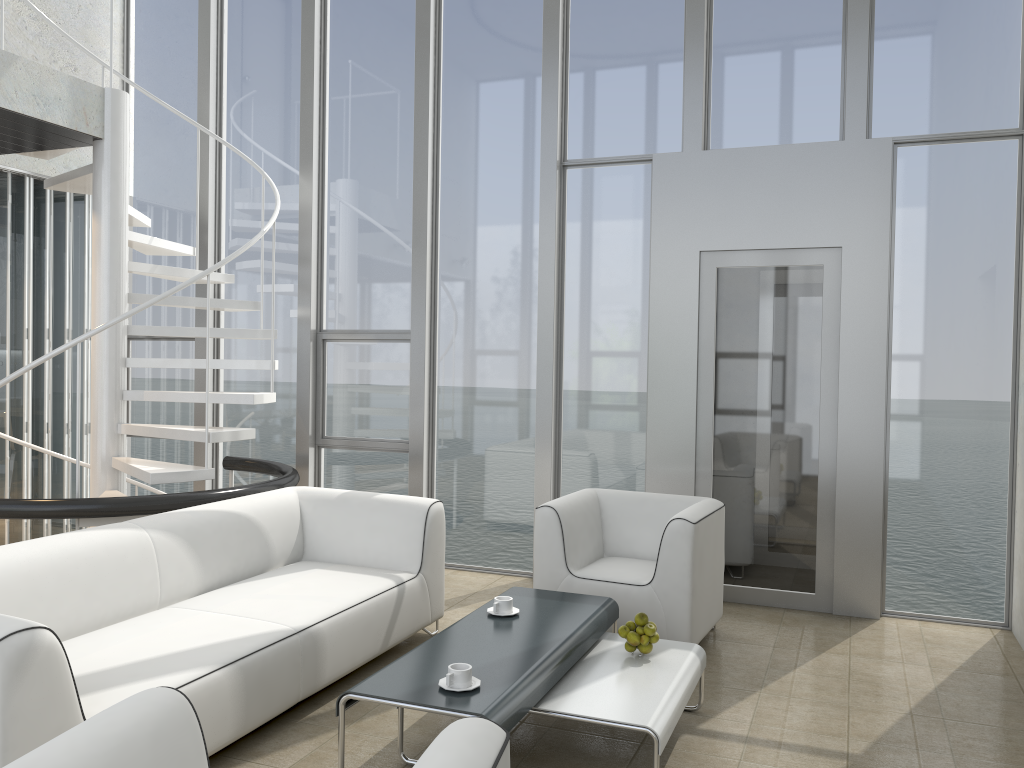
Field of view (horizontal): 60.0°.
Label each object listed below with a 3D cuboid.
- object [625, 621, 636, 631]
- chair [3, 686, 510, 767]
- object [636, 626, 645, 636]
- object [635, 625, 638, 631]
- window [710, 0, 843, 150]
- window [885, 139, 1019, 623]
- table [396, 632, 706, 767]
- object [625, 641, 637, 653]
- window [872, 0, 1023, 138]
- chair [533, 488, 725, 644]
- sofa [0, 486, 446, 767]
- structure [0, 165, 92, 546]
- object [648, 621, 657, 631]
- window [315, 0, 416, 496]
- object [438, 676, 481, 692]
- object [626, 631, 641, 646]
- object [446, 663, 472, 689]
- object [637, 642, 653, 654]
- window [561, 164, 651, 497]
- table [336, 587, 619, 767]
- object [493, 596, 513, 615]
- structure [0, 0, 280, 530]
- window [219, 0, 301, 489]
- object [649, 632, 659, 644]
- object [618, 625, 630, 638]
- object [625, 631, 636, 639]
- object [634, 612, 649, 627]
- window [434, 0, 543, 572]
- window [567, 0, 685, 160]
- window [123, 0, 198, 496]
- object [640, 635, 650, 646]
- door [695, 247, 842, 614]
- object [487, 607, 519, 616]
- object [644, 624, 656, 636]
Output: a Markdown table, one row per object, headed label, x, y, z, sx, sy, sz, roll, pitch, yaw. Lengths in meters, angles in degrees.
| label | x | y | z | sx | sy | sz | roll | pitch | yaw |
| --- | --- | --- | --- | --- | --- | --- | --- | --- | --- |
| object | 0.465 | 0.947 | 3.464 | 0.044 | 0.043 | 0.040 | 2 | 1 | 36 |
| chair | -0.471 | 0.957 | 1.500 | 0.829 | 0.635 | 0.720 | 1 | 1 | 11 |
| object | 0.499 | 0.955 | 3.426 | 0.040 | 0.038 | 0.040 | 1 | 1 | -8 |
| object | 0.505 | 0.966 | 3.506 | 0.054 | 0.048 | 0.055 | 1 | 1 | 14 |
| window | 1.581 | -2.889 | 5.249 | 0.742 | 2.947 | 0.010 | 1 | 1 | 21 |
| window | 2.445 | -0.017 | 4.951 | 0.605 | 2.646 | 0.010 | 1 | 1 | 21 |
| table | 0.190 | 1.189 | 3.342 | 0.929 | 0.276 | 0.901 | 1 | 1 | 21 |
| object | 0.462 | 1.019 | 3.448 | 0.048 | 0.048 | 0.048 | 2 | 1 | 32 |
| window | 2.432 | -2.867 | 4.919 | 0.742 | 2.947 | 0.010 | 1 | 1 | 21 |
| chair | 0.620 | 0.913 | 4.585 | 0.829 | 0.635 | 0.720 | 2 | 1 | 26 |
| sofa | -1.251 | 0.899 | 3.567 | 0.971 | 0.638 | 2.601 | 1 | 1 | 21 |
| structure | -2.570 | -1.994 | 1.583 | 10.665 | 6.605 | 9.817 | 1 | 1 | 20 |
| object | 0.540 | 0.954 | 3.463 | 0.050 | 0.054 | 0.055 | 1 | 1 | -10 |
| window | -1.004 | -1.605 | 6.252 | 0.800 | 5.700 | 0.050 | 1 | 1 | 21 |
| object | -0.163 | 0.936 | 2.765 | 0.130 | 0.014 | 0.136 | 2 | 1 | 36 |
| object | 0.469 | 0.978 | 3.408 | 0.058 | 0.058 | 0.058 | 1 | 1 | -12 |
| object | -0.170 | 0.910 | 2.762 | 0.090 | 0.057 | 0.075 | 1 | 1 | -20 |
| object | 0.516 | 1.015 | 3.432 | 0.061 | 0.056 | 0.059 | 0 | 1 | -24 |
| window | 0.592 | -0.064 | 5.670 | 0.556 | 2.646 | 0.010 | 1 | 1 | 21 |
| table | -0.041 | 1.129 | 3.296 | 0.532 | 0.390 | 1.420 | 1 | 1 | 21 |
| object | -0.042 | 0.895 | 3.584 | 0.090 | 0.057 | 0.075 | 1 | 1 | -20 |
| structure | -4.601 | 0.780 | 3.973 | 4.916 | 6.900 | 6.700 | 1 | 1 | 21 |
| window | -1.850 | -1.627 | 6.595 | 0.742 | 5.653 | 0.010 | 1 | 1 | 21 |
| object | 0.545 | 0.977 | 3.419 | 0.047 | 0.045 | 0.047 | 2 | 1 | 25 |
| object | 0.434 | 0.960 | 3.434 | 0.047 | 0.048 | 0.047 | 1 | 1 | -16 |
| object | 0.460 | 0.981 | 3.490 | 0.054 | 0.055 | 0.053 | 1 | 1 | -14 |
| object | 0.505 | 0.918 | 3.455 | 0.055 | 0.056 | 0.055 | 1 | 1 | 21 |
| window | -0.147 | -1.583 | 5.936 | 0.742 | 5.653 | 0.010 | 1 | 1 | 21 |
| window | 0.729 | -2.911 | 5.578 | 0.742 | 2.947 | 0.010 | 1 | 1 | 21 |
| window | -2.707 | -1.648 | 6.911 | 0.800 | 5.700 | 0.050 | 1 | 1 | 21 |
| object | 0.508 | 0.981 | 3.394 | 0.039 | 0.040 | 0.040 | 1 | 1 | 13 |
| door | 1.494 | 0.260 | 5.233 | 0.804 | 2.102 | 0.030 | 1 | 1 | 21 |
| object | -0.035 | 0.922 | 3.587 | 0.130 | 0.014 | 0.136 | 2 | 1 | 36 |
| object | 0.528 | 0.944 | 3.399 | 0.047 | 0.045 | 0.047 | 1 | 1 | 22 |
